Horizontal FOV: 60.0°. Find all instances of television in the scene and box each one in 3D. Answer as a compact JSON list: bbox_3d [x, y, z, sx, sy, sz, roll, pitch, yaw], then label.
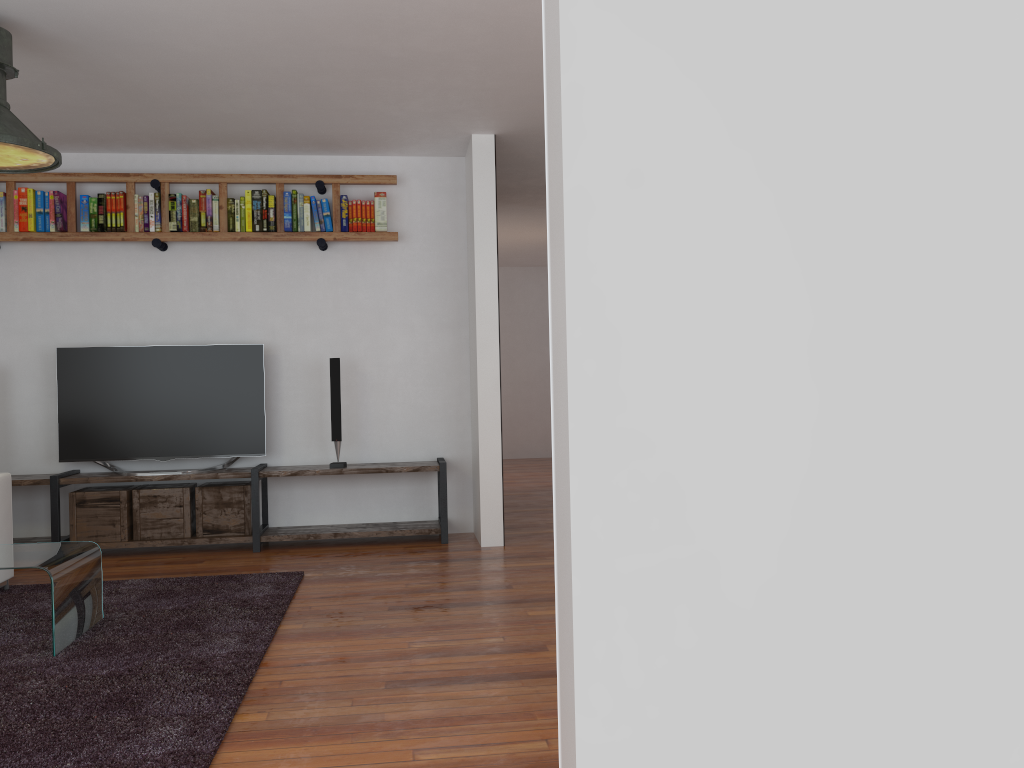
[{"bbox_3d":[-2.161,0.156,5.506,1.230,0.786,0.298,-1,0,-7],"label":"television"}]

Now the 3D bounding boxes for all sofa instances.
[{"bbox_3d":[-2.798,0.628,2.870,0.987,0.842,3.086,-1,0,-7],"label":"sofa"}]

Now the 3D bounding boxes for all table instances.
[{"bbox_3d":[-2.007,0.846,3.506,0.565,0.337,0.551,-1,0,-7],"label":"table"}]

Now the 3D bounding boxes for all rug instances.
[{"bbox_3d":[-1.838,1.021,2.995,1.895,0.019,3.193,-1,0,-7],"label":"rug"}]

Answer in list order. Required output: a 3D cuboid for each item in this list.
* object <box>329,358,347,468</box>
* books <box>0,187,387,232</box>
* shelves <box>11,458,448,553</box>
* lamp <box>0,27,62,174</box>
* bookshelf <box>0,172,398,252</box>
[{"bbox_3d":[-1.099,0.181,5.570,0.089,0.687,0.089,-1,0,3],"label":"object"},{"bbox_3d":[-0.935,-1.961,5.998,5.671,1.974,0.733,-1,0,-18],"label":"books"},{"bbox_3d":[-2.150,0.781,5.501,3.473,0.506,0.414,-1,0,-7],"label":"shelves"},{"bbox_3d":[-2.115,-1.182,3.522,0.572,0.561,0.572,-1,0,-2],"label":"lamp"},{"bbox_3d":[-2.224,-1.079,5.587,2.983,0.465,0.161,-1,0,-7],"label":"bookshelf"}]
